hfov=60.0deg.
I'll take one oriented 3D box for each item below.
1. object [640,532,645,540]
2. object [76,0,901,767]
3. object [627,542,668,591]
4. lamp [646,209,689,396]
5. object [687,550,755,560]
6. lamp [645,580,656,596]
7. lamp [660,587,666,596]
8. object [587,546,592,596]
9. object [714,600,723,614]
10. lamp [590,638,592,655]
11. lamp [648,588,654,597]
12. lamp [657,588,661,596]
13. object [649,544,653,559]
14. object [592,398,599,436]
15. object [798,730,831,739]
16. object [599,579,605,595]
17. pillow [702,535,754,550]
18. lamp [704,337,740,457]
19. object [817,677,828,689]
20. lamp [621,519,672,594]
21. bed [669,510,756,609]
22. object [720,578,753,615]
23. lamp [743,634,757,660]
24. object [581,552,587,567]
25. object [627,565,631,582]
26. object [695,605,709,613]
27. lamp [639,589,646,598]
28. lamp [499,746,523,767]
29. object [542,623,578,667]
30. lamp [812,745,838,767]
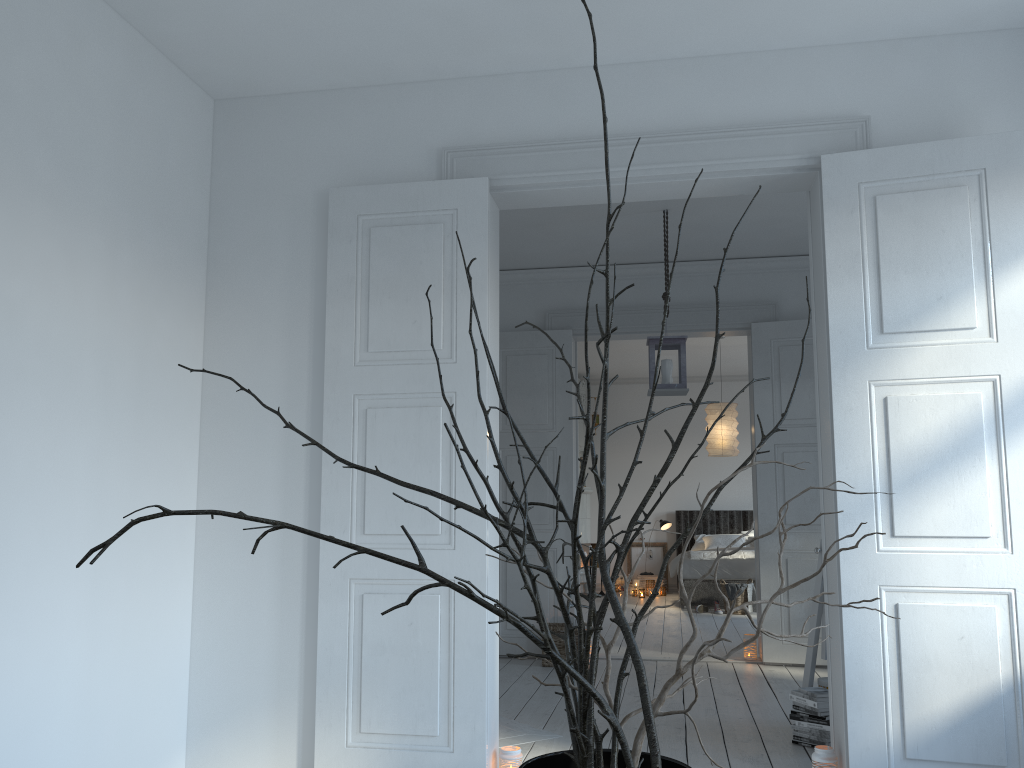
[{"bbox_3d":[1.726,2.106,11.724,0.067,0.319,0.067,4,-8,-31],"label":"object"},{"bbox_3d":[-0.014,0.134,0.999,0.846,1.063,0.526,3,-8,-19],"label":"object"},{"bbox_3d":[1.781,2.399,11.651,0.528,0.629,0.083,-1,-7,10],"label":"object"},{"bbox_3d":[0.904,-0.817,5.261,0.228,1.758,0.229,-1,-7,7],"label":"lamp"},{"bbox_3d":[2.635,1.849,9.572,1.460,0.104,0.406,-2,-8,10],"label":"object"},{"bbox_3d":[1.720,2.527,10.986,0.122,0.188,0.117,6,-9,-37],"label":"lamp"},{"bbox_3d":[1.867,2.564,10.965,0.080,0.107,0.081,2,-8,-17],"label":"lamp"},{"bbox_3d":[0.971,2.305,10.972,0.091,0.621,0.091,1,-7,-11],"label":"object"},{"bbox_3d":[2.110,2.284,9.064,0.083,0.122,0.223,-1,-8,10],"label":"object"},{"bbox_3d":[0.527,1.850,6.348,0.093,0.179,0.093,1,-7,-7],"label":"lamp"},{"bbox_3d":[1.713,2.555,10.869,0.081,0.098,0.081,-7,-11,44],"label":"lamp"},{"bbox_3d":[1.789,2.561,10.911,0.081,0.098,0.081,-7,-11,44],"label":"lamp"},{"bbox_3d":[1.829,2.193,11.678,0.062,0.227,0.063,-5,-9,34],"label":"object"},{"bbox_3d":[1.107,0.433,11.757,0.117,0.504,0.105,2,-8,-16],"label":"object"},{"bbox_3d":[1.362,1.536,3.915,0.111,0.014,0.157,6,-10,-36],"label":"object"},{"bbox_3d":[1.119,2.274,11.093,0.091,0.717,0.091,-3,-8,19],"label":"object"},{"bbox_3d":[2.900,1.955,10.817,1.146,0.225,0.416,0,-8,3],"label":"pillow"},{"bbox_3d":[2.136,0.122,9.069,0.339,1.228,0.341,-6,-10,41],"label":"lamp"},{"bbox_3d":[1.489,1.406,4.100,0.142,0.074,0.142,1,-8,-6],"label":"object"},{"bbox_3d":[1.695,2.206,11.363,0.826,0.934,0.451,-4,-8,28],"label":"lamp"},{"bbox_3d":[2.793,2.005,10.390,1.888,1.044,2.181,-1,-8,10],"label":"bed"},{"bbox_3d":[2.294,2.165,9.051,0.319,0.350,0.320,-7,-10,42],"label":"object"},{"bbox_3d":[1.654,1.826,6.158,0.089,0.166,0.089,0,-7,3],"label":"lamp"},{"bbox_3d":[0.922,2.258,11.382,0.098,0.209,0.098,-1,-7,9],"label":"object"},{"bbox_3d":[1.547,2.499,11.660,0.062,0.220,0.028,-1,-7,5],"label":"object"},{"bbox_3d":[1.922,2.313,9.141,0.120,0.083,0.223,-6,-10,39],"label":"object"},{"bbox_3d":[1.567,2.527,10.701,0.081,0.106,0.081,2,-8,-13],"label":"lamp"},{"bbox_3d":[-0.005,1.459,3.410,0.093,0.110,0.094,-4,-9,27],"label":"lamp"},{"bbox_3d":[0.350,1.769,6.016,0.270,0.264,0.224,-1,-8,10],"label":"object"},{"bbox_3d":[1.130,1.398,3.200,0.089,0.165,0.089,-1,-8,9],"label":"lamp"}]
